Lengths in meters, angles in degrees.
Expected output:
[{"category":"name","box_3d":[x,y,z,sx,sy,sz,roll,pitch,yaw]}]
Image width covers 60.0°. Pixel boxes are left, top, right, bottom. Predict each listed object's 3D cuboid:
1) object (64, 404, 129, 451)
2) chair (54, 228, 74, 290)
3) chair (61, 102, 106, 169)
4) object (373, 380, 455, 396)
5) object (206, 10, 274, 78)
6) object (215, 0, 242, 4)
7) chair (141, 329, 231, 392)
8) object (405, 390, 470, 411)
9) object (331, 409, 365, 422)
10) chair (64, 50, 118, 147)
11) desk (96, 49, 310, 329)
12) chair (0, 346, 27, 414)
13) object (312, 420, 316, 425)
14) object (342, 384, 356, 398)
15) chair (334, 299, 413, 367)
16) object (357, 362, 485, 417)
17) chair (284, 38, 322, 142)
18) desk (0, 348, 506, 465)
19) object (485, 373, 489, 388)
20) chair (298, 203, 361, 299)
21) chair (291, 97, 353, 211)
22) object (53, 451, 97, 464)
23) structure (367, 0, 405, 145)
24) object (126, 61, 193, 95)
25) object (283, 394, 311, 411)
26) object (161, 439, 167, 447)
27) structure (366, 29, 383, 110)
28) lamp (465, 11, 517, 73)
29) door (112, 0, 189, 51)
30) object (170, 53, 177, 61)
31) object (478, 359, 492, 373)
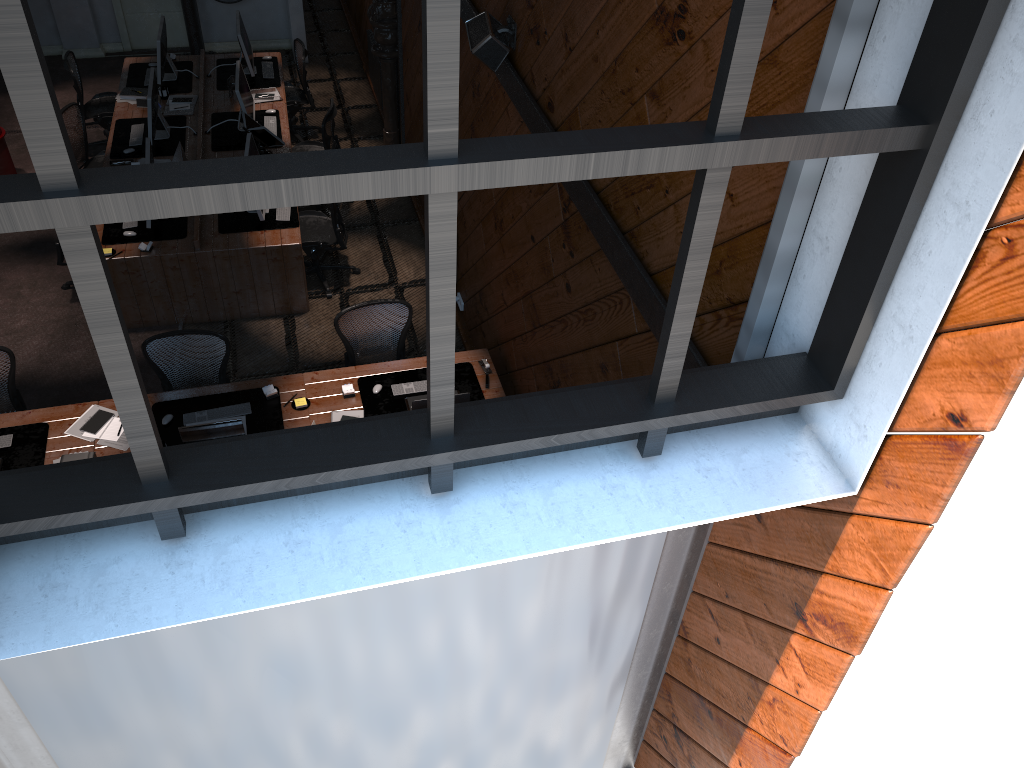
[{"category":"object","box_3d":[-2.675,0.281,5.873,0.467,0.017,0.304,14,43,11]},{"category":"chair","box_3d":[-3.708,-1.308,7.858,0.792,1.085,0.770,-16,46,-21]},{"category":"chair","box_3d":[-4.063,-2.206,8.814,0.792,1.085,0.770,-9,44,-14]},{"category":"object","box_3d":[-0.699,0.021,6.305,0.577,0.040,0.139,-6,43,-11]},{"category":"object","box_3d":[-2.931,-3.743,9.877,0.648,0.576,0.799,24,46,20]},{"category":"object","box_3d":[-3.453,-5.697,11.084,1.022,1.846,0.655,-28,51,-30]},{"category":"chair","box_3d":[-2.228,0.194,6.330,0.770,1.085,0.792,-16,46,-21]},{"category":"object","box_3d":[-0.516,0.084,6.063,0.390,0.283,0.323,-8,44,-13]},{"category":"object","box_3d":[-1.108,0.271,5.986,0.229,0.060,0.316,-3,43,-8]},{"category":"chair","box_3d":[-4.490,-3.096,9.756,0.792,1.085,0.770,-25,50,-28]},{"category":"desk","box_3d":[-3.139,-2.227,9.095,1.748,0.840,4.117,-7,43,-12]},{"category":"chair","box_3d":[-3.537,0.320,6.085,0.792,1.085,0.770,34,50,29]},{"category":"object","box_3d":[-1.384,0.376,5.828,0.129,0.083,0.347,26,47,22]},{"category":"object","box_3d":[-1.151,0.040,6.231,0.082,0.063,0.106,-10,44,-15]},{"category":"chair","box_3d":[-0.945,-0.053,6.705,0.770,1.085,0.792,-25,50,-28]},{"category":"object","box_3d":[-0.617,0.121,6.228,0.848,0.008,0.687,-9,44,-14]},{"category":"chair","box_3d":[-2.583,-3.327,10.165,0.792,1.085,0.770,-25,50,-28]},{"category":"desk","box_3d":[-1.956,0.830,5.836,4.117,0.840,1.748,-8,44,-13]},{"category":"object","box_3d":[-0.180,-0.027,6.399,0.022,0.042,0.134,2,42,-2]},{"category":"chair","box_3d":[-1.824,-1.424,8.138,0.792,1.085,0.770,-16,46,-21]},{"category":"chair","box_3d":[-2.066,-2.353,9.137,0.792,1.085,0.770,-9,44,-14]},{"category":"object","box_3d":[-2.756,0.530,5.561,0.325,0.065,0.363,2,42,-2]},{"category":"structure","box_3d":[-1.280,-3.765,9.537,0.500,2.745,1.003,-4,43,-9]},{"category":"object","box_3d":[-3.894,-3.388,9.812,0.687,0.008,0.848,-7,44,-12]},{"category":"object","box_3d":[-1.473,0.128,6.136,0.154,0.026,0.158,21,45,17]},{"category":"object","box_3d":[-2.260,0.423,5.675,0.099,0.138,0.078,0,42,-5]},{"category":"structure","box_3d":[-1.648,-3.820,10.832,0.073,0.628,1.064,-8,44,-13]},{"category":"lamp","box_3d":[-0.143,-2.058,5.304,0.283,0.287,0.328,-8,44,-14]},{"category":"door","box_3d":[-4.719,-5.423,11.411,1.013,2.268,0.064,-8,44,-13]},{"category":"object","box_3d":[-3.914,-3.746,10.162,0.106,0.063,0.082,-32,54,-33]},{"category":"object","box_3d":[-0.197,-0.146,6.514,0.054,0.064,0.159,-13,45,-18]}]
